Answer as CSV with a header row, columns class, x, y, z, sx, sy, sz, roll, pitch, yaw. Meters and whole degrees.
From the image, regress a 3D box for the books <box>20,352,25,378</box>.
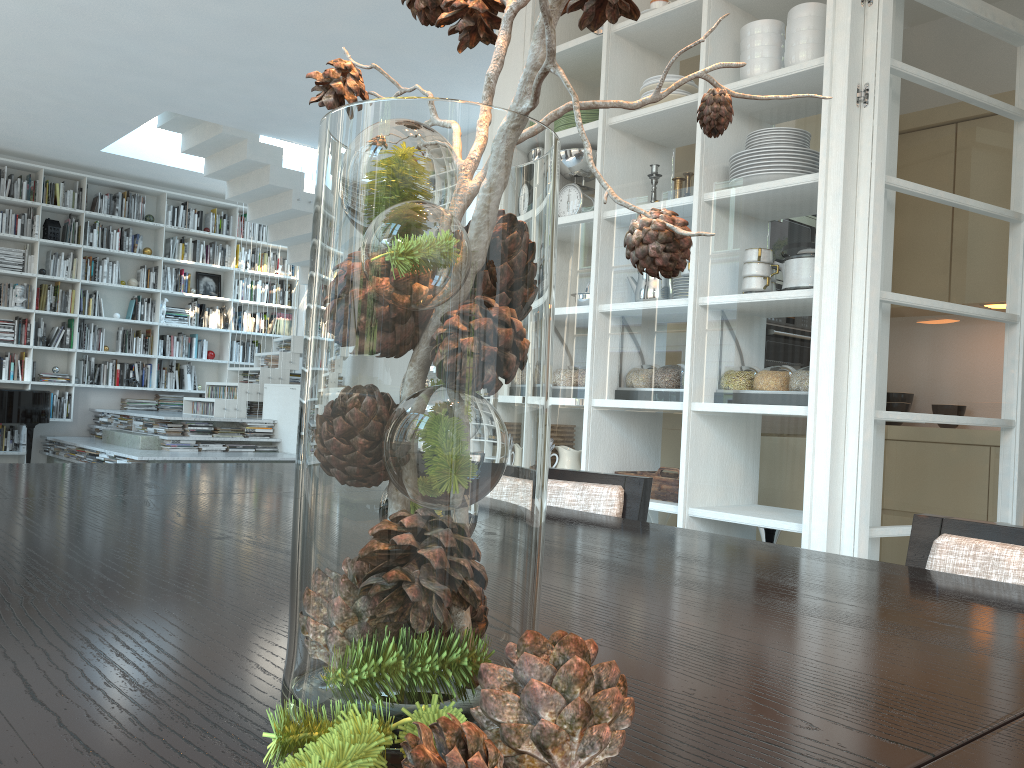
class,x,y,z,sx,sy,sz,roll,pitch,yaw
books,-5.095,-0.181,9.217,0.011,0.300,0.149,4,-1,-41

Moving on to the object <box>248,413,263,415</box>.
class,x,y,z,sx,sy,sz,roll,pitch,yaw
object,-3.088,0.373,10.984,0.368,0.007,0.205,4,-2,-31

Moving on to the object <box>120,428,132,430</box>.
class,x,y,z,sx,sy,sz,roll,pitch,yaw
object,-3.870,0.457,9.043,0.266,0.010,0.145,1,-2,45

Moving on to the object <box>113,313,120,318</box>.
class,x,y,z,sx,sy,sz,roll,pitch,yaw
object,-4.354,-0.748,9.766,0.071,0.072,0.071,3,-1,8

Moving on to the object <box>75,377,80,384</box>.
class,x,y,z,sx,sy,sz,roll,pitch,yaw
object,-4.689,-0.037,9.536,0.071,0.072,0.071,3,-1,8

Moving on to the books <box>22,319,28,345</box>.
class,x,y,z,sx,sy,sz,roll,pitch,yaw
books,-5.067,-0.536,9.211,0.011,0.279,0.186,4,-1,-41

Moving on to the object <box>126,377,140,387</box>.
class,x,y,z,sx,sy,sz,roll,pitch,yaw
object,-4.179,-0.022,9.784,0.064,0.114,0.160,2,-2,37

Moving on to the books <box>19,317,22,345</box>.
class,x,y,z,sx,sy,sz,roll,pitch,yaw
books,-5.108,-0.543,9.191,0.011,0.288,0.152,4,-1,-41

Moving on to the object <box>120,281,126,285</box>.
class,x,y,z,sx,sy,sz,roll,pitch,yaw
object,-4.314,-1.111,9.820,0.068,0.068,0.068,2,-1,27

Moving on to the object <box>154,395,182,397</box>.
class,x,y,z,sx,sy,sz,roll,pitch,yaw
object,-3.952,0.139,10.221,0.285,0.005,0.159,4,-2,-41

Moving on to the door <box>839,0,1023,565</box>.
class,x,y,z,sx,sy,sz,roll,pitch,yaw
door,1.349,-0.096,2.761,0.839,2.228,0.067,4,-1,-31

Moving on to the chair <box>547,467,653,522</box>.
class,x,y,z,sx,sy,sz,roll,pitch,yaw
chair,-0.145,0.521,1.347,0.480,0.782,0.570,2,-1,39

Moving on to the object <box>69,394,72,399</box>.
class,x,y,z,sx,sy,sz,roll,pitch,yaw
object,-4.716,0.239,9.442,0.011,0.260,0.142,4,-1,-41

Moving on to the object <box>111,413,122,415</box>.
class,x,y,z,sx,sy,sz,roll,pitch,yaw
object,-4.055,0.313,9.258,0.159,0.007,0.285,5,-2,-44

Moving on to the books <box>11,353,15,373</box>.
class,x,y,z,sx,sy,sz,roll,pitch,yaw
books,-5.169,-0.179,9.164,0.010,0.284,0.132,4,-1,-41

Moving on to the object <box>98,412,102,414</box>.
class,x,y,z,sx,sy,sz,roll,pitch,yaw
object,-4.434,0.318,9.718,0.131,0.024,0.290,4,-2,-39

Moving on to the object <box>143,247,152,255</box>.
class,x,y,z,sx,sy,sz,roll,pitch,yaw
object,-4.084,-1.479,9.932,0.100,0.101,0.100,2,-1,27

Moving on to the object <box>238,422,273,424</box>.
class,x,y,z,sx,sy,sz,roll,pitch,yaw
object,-2.523,0.373,8.725,0.284,0.030,0.177,4,-2,-41

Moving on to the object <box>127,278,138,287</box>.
class,x,y,z,sx,sy,sz,roll,pitch,yaw
object,-4.241,-1.126,9.914,0.111,0.113,0.112,2,-1,27

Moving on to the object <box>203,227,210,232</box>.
class,x,y,z,sx,sy,sz,roll,pitch,yaw
object,-3.568,-1.792,10.362,0.071,0.072,0.071,3,-1,8

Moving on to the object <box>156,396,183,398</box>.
class,x,y,z,sx,sy,sz,roll,pitch,yaw
object,-3.952,0.150,10.220,0.254,0.006,0.161,4,-2,-41

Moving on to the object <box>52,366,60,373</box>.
class,x,y,z,sx,sy,sz,roll,pitch,yaw
object,-4.801,-0.150,9.331,0.071,0.072,0.071,3,-1,8

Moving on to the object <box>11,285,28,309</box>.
class,x,y,z,sx,sy,sz,roll,pitch,yaw
object,-5.033,-0.888,9.061,0.138,0.244,0.137,3,-1,14

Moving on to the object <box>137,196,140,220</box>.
class,x,y,z,sx,sy,sz,roll,pitch,yaw
object,-4.206,-1.952,9.934,0.006,0.297,0.129,4,-1,-41

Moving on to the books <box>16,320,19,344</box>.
class,x,y,z,sx,sy,sz,roll,pitch,yaw
books,-5.129,-0.532,9.161,0.011,0.260,0.184,4,-1,-41

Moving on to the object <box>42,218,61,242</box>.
class,x,y,z,sx,sy,sz,roll,pitch,yaw
object,-4.828,-1.610,9.302,0.135,0.248,0.135,2,-1,39

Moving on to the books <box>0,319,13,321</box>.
class,x,y,z,sx,sy,sz,roll,pitch,yaw
books,-5.251,-0.658,9.055,0.254,0.012,0.161,4,-2,-37

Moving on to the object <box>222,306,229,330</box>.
class,x,y,z,sx,sy,sz,roll,pitch,yaw
object,-3.389,-0.782,10.480,0.087,0.288,0.075,3,-1,-6

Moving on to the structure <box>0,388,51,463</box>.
class,x,y,z,sx,sy,sz,roll,pitch,yaw
structure,-5.066,0.424,7.771,1.919,0.832,1.334,4,-2,-41

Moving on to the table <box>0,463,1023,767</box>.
class,x,y,z,sx,sy,sz,roll,pitch,yaw
table,-0.187,0.527,0.797,1.086,0.736,2.198,4,-2,-41

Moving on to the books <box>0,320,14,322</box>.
class,x,y,z,sx,sy,sz,roll,pitch,yaw
books,-5.253,-0.646,9.057,0.254,0.012,0.161,5,-2,-44

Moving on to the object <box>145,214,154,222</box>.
class,x,y,z,sx,sy,sz,roll,pitch,yaw
object,-4.061,-1.847,9.933,0.104,0.105,0.104,3,-1,8

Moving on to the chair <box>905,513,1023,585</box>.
class,x,y,z,sx,sy,sz,roll,pitch,yaw
chair,0.376,0.529,0.701,0.570,0.782,0.480,4,-1,-36

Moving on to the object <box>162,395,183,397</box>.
class,x,y,z,sx,sy,sz,roll,pitch,yaw
object,-3.950,0.134,10.219,0.254,0.006,0.161,4,-2,-40

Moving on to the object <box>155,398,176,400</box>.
class,x,y,z,sx,sy,sz,roll,pitch,yaw
object,-3.956,0.177,10.218,0.254,0.006,0.161,4,-2,-41

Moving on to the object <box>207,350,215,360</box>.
class,x,y,z,sx,sy,sz,roll,pitch,yaw
object,-3.572,-0.338,10.487,0.115,0.116,0.115,2,-1,27

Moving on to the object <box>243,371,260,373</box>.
class,x,y,z,sx,sy,sz,roll,pitch,yaw
object,-2.869,-0.127,9.819,0.161,0.025,0.174,4,-2,-37

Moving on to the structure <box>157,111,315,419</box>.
class,x,y,z,sx,sy,sz,roll,pitch,yaw
structure,-2.581,-1.015,8.981,2.615,3.381,1.954,4,-2,-41

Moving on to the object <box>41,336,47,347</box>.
class,x,y,z,sx,sy,sz,roll,pitch,yaw
object,-4.855,-0.442,9.196,0.054,0.113,0.079,4,-2,-42

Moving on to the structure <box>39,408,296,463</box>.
class,x,y,z,sx,sy,sz,roll,pitch,yaw
structure,-3.022,0.664,9.151,2.900,0.659,3.112,4,-2,-41

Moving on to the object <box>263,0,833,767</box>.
class,x,y,z,sx,sy,sz,roll,pitch,yaw
object,0.085,-0.138,0.362,0.541,0.601,0.317,3,-1,20

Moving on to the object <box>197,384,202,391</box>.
class,x,y,z,sx,sy,sz,roll,pitch,yaw
object,-3.686,0.042,10.430,0.071,0.072,0.071,3,-1,8

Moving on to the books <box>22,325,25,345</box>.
class,x,y,z,sx,sy,sz,roll,pitch,yaw
books,-5.092,-0.506,9.213,0.021,0.217,0.132,4,-1,-41

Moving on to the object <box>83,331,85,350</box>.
class,x,y,z,sx,sy,sz,roll,pitch,yaw
object,-4.654,-0.497,9.604,0.007,0.266,0.135,4,-1,-41

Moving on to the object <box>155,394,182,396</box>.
class,x,y,z,sx,sy,sz,roll,pitch,yaw
object,-3.943,0.128,10.212,0.285,0.005,0.159,4,-2,-36

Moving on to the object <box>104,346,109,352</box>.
class,x,y,z,sx,sy,sz,roll,pitch,yaw
object,-4.461,-0.385,9.730,0.071,0.072,0.071,3,-1,8

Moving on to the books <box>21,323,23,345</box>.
class,x,y,z,sx,sy,sz,roll,pitch,yaw
books,-5.106,-0.515,9.204,0.013,0.232,0.134,4,-1,-41

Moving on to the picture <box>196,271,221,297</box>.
class,x,y,z,sx,sy,sz,roll,pitch,yaw
picture,-3.607,-1.169,10.542,0.300,0.299,0.077,4,-1,-41

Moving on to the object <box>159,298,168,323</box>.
class,x,y,z,sx,sy,sz,roll,pitch,yaw
object,-3.927,-0.824,9.985,0.087,0.288,0.075,3,-1,-6

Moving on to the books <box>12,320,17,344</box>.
class,x,y,z,sx,sy,sz,roll,pitch,yaw
books,-5.139,-0.529,9.155,0.012,0.254,0.161,4,-1,-41

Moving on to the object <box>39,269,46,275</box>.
class,x,y,z,sx,sy,sz,roll,pitch,yaw
object,-4.886,-1.164,9.227,0.071,0.072,0.071,3,-1,8

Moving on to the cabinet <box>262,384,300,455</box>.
class,x,y,z,sx,sy,sz,roll,pitch,yaw
cabinet,-2.020,0.350,8.778,0.551,0.667,0.993,4,-2,-41

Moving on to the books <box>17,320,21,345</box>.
class,x,y,z,sx,sy,sz,roll,pitch,yaw
books,-5.119,-0.528,9.184,0.013,0.256,0.162,4,-1,-41

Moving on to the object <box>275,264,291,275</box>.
class,x,y,z,sx,sy,sz,roll,pitch,yaw
object,-2.832,-1.402,10.963,0.203,0.137,0.095,4,-1,-25

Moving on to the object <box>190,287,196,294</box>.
class,x,y,z,sx,sy,sz,roll,pitch,yaw
object,-3.728,-1.077,10.325,0.091,0.092,0.091,3,-1,8

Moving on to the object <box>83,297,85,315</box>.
class,x,y,z,sx,sy,sz,roll,pitch,yaw
object,-4.646,-0.836,9.579,0.013,0.208,0.140,4,-1,-41

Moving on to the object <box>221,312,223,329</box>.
class,x,y,z,sx,sy,sz,roll,pitch,yaw
object,-3.480,-0.748,10.584,0.022,0.211,0.179,4,-1,-41

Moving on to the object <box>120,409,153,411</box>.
class,x,y,z,sx,sy,sz,roll,pitch,yaw
object,-4.206,0.294,9.987,0.193,0.007,0.346,1,-2,44
